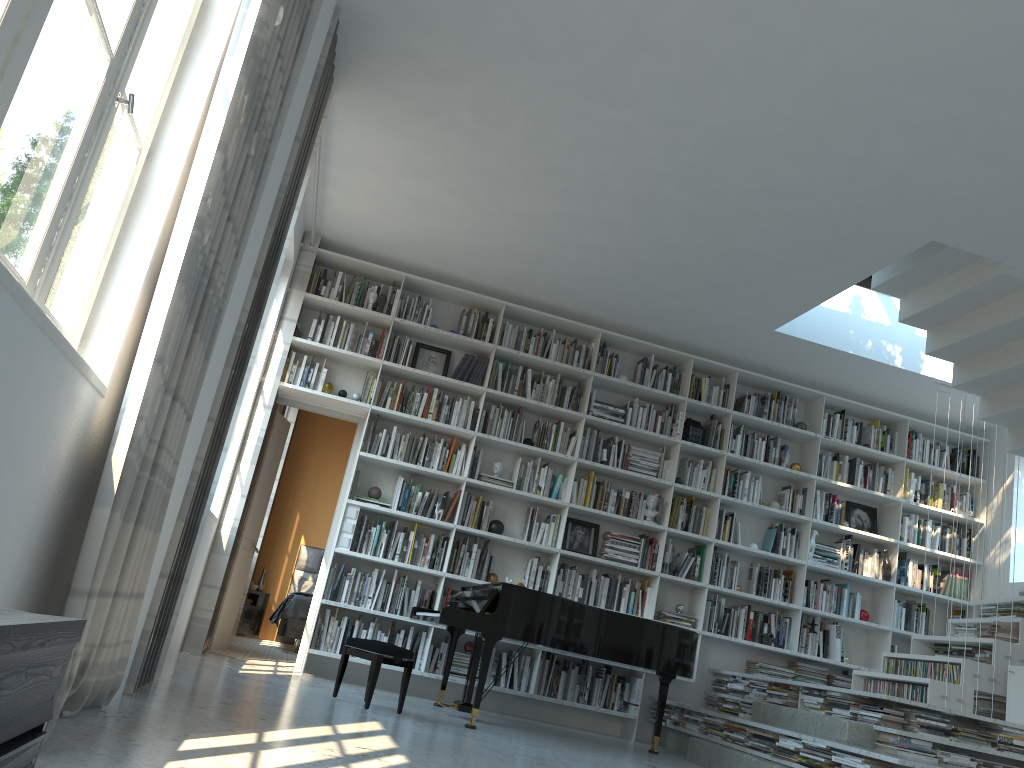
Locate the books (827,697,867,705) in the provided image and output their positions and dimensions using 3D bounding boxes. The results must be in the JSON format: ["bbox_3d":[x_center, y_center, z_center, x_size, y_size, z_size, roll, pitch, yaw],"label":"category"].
[{"bbox_3d":[2.132,2.002,5.570,0.168,0.013,0.282,16,-17,-13],"label":"books"}]

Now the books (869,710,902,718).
[{"bbox_3d":[2.235,1.974,5.309,0.091,0.011,0.190,16,-17,-12],"label":"books"}]

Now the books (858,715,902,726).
[{"bbox_3d":[2.195,2.007,5.292,0.152,0.015,0.208,16,-17,-13],"label":"books"}]

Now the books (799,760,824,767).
[{"bbox_3d":[1.719,2.092,4.835,0.178,0.009,0.277,16,-17,-12],"label":"books"}]

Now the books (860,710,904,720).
[{"bbox_3d":[2.212,1.979,5.302,0.137,0.012,0.243,15,-17,-9],"label":"books"}]

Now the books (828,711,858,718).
[{"bbox_3d":[2.122,2.078,5.550,0.154,0.007,0.293,14,-17,-7],"label":"books"}]

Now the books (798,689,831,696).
[{"bbox_3d":[2.050,2.054,5.862,0.192,0.014,0.257,16,-17,-14],"label":"books"}]

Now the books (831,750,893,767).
[{"bbox_3d":[1.806,1.930,4.573,0.176,0.010,0.267,16,-17,-14],"label":"books"}]

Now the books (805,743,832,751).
[{"bbox_3d":[1.735,2.001,4.861,0.178,0.010,0.196,14,-17,-5],"label":"books"}]

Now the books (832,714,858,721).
[{"bbox_3d":[2.123,2.092,5.547,0.142,0.020,0.231,14,-17,-5],"label":"books"}]

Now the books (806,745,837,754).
[{"bbox_3d":[1.753,2.015,4.862,0.133,0.008,0.285,16,-17,-14],"label":"books"}]

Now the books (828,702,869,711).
[{"bbox_3d":[2.127,2.035,5.562,0.177,0.026,0.231,15,-17,-10],"label":"books"}]

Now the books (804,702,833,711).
[{"bbox_3d":[2.053,2.134,5.844,0.167,0.024,0.192,15,-17,-9],"label":"books"}]

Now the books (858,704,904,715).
[{"bbox_3d":[2.211,1.946,5.310,0.149,0.014,0.229,16,-17,-12],"label":"books"}]

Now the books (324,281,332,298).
[{"bbox_3d":[-1.484,-0.710,7.103,0.031,0.195,0.145,15,-16,-10],"label":"books"}]

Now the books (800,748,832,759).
[{"bbox_3d":[1.729,2.033,4.852,0.168,0.013,0.282,17,-17,-15],"label":"books"}]

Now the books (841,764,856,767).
[{"bbox_3d":[1.820,1.990,4.562,0.137,0.019,0.225,15,-17,-9],"label":"books"}]

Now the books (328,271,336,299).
[{"bbox_3d":[-1.452,-0.748,7.103,0.010,0.280,0.161,15,-16,-10],"label":"books"}]

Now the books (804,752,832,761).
[{"bbox_3d":[1.737,2.050,4.850,0.150,0.004,0.291,14,-17,-6],"label":"books"}]

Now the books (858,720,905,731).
[{"bbox_3d":[2.199,2.033,5.286,0.144,0.009,0.250,15,-17,-10],"label":"books"}]

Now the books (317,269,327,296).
[{"bbox_3d":[-1.524,-0.765,7.079,0.025,0.268,0.177,15,-16,-10],"label":"books"}]

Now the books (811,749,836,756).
[{"bbox_3d":[1.752,2.029,4.859,0.133,0.009,0.210,14,-17,-6],"label":"books"}]

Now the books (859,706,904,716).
[{"bbox_3d":[2.212,1.958,5.307,0.132,0.009,0.270,14,-17,-6],"label":"books"}]

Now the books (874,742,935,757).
[{"bbox_3d":[2.235,2.082,5.052,0.285,0.008,0.160,16,-17,-12],"label":"books"}]

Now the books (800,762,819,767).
[{"bbox_3d":[1.706,2.101,4.830,0.191,0.016,0.209,14,-17,-5],"label":"books"}]

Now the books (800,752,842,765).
[{"bbox_3d":[1.723,2.056,4.845,0.191,0.015,0.247,15,-17,-9],"label":"books"}]

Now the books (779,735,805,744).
[{"bbox_3d":[1.678,2.076,5.148,0.139,0.013,0.289,14,-17,-5],"label":"books"}]

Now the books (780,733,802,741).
[{"bbox_3d":[1.681,2.064,5.152,0.157,0.014,0.216,14,-17,-8],"label":"books"}]

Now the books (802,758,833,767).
[{"bbox_3d":[1.730,2.081,4.840,0.170,0.006,0.269,15,-17,-10],"label":"books"}]

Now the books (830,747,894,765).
[{"bbox_3d":[1.802,1.917,4.575,0.192,0.014,0.257,16,-17,-14],"label":"books"}]

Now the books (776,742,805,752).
[{"bbox_3d":[1.657,2.113,5.134,0.180,0.016,0.183,16,-17,-13],"label":"books"}]

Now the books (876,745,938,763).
[{"bbox_3d":[2.235,2.098,5.027,0.262,0.023,0.200,16,-17,-12],"label":"books"}]

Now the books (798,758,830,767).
[{"bbox_3d":[1.714,2.083,4.836,0.191,0.006,0.276,14,-17,-8],"label":"books"}]

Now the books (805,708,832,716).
[{"bbox_3d":[2.054,2.167,5.836,0.132,0.016,0.263,14,-17,-5],"label":"books"}]

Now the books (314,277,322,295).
[{"bbox_3d":[-1.556,-0.735,7.069,0.024,0.194,0.167,15,-16,-10],"label":"books"}]

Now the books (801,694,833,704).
[{"bbox_3d":[2.055,2.093,5.854,0.174,0.029,0.251,16,-17,-12],"label":"books"}]

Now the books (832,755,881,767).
[{"bbox_3d":[1.806,1.964,4.565,0.157,0.027,0.288,16,-17,-15],"label":"books"}]

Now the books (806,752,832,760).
[{"bbox_3d":[1.747,2.047,4.853,0.131,0.007,0.292,16,-17,-14],"label":"books"}]

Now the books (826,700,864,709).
[{"bbox_3d":[2.126,2.017,5.566,0.187,0.009,0.251,15,-17,-10],"label":"books"}]

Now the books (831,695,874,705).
[{"bbox_3d":[2.136,1.986,5.575,0.170,0.008,0.209,14,-17,-7],"label":"books"}]

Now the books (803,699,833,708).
[{"bbox_3d":[2.046,2.112,5.847,0.178,0.015,0.188,14,-17,-5],"label":"books"}]

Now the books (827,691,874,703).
[{"bbox_3d":[2.126,1.969,5.577,0.189,0.022,0.238,14,-17,-5],"label":"books"}]

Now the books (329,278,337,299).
[{"bbox_3d":[-1.443,-0.717,7.107,0.024,0.226,0.158,15,-16,-10],"label":"books"}]

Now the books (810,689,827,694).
[{"bbox_3d":[2.082,2.048,5.871,0.134,0.014,0.182,14,-17,-5],"label":"books"}]

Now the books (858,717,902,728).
[{"bbox_3d":[2.187,2.019,5.287,0.161,0.014,0.213,14,-17,-6],"label":"books"}]

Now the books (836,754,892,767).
[{"bbox_3d":[1.810,1.944,4.570,0.165,0.015,0.243,14,-17,-6],"label":"books"}]

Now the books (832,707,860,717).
[{"bbox_3d":[2.131,2.063,5.556,0.155,0.028,0.190,15,-17,-9],"label":"books"}]

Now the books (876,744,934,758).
[{"bbox_3d":[2.233,2.088,5.050,0.264,0.006,0.165,15,-17,-9],"label":"books"}]

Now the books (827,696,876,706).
[{"bbox_3d":[2.135,1.993,5.573,0.171,0.007,0.261,16,-17,-12],"label":"books"}]

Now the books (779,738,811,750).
[{"bbox_3d":[1.676,2.096,5.143,0.141,0.028,0.223,16,-17,-15],"label":"books"}]

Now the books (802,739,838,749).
[{"bbox_3d":[1.737,1.988,4.864,0.182,0.016,0.257,14,-17,-7],"label":"books"}]

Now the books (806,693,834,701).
[{"bbox_3d":[2.070,2.074,5.862,0.145,0.017,0.209,17,-17,-15],"label":"books"}]

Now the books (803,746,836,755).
[{"bbox_3d":[1.741,2.018,4.858,0.175,0.006,0.252,15,-17,-10],"label":"books"}]

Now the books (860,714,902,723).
[{"bbox_3d":[2.204,1.999,5.296,0.134,0.006,0.227,14,-17,-6],"label":"books"}]

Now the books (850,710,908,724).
[{"bbox_3d":[2.187,1.985,5.295,0.185,0.014,0.298,15,-17,-11],"label":"books"}]

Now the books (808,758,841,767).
[{"bbox_3d":[1.739,2.074,4.845,0.154,0.014,0.197,15,-17,-10],"label":"books"}]

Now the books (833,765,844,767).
[{"bbox_3d":[1.787,1.999,4.551,0.187,0.017,0.206,14,-17,-5],"label":"books"}]

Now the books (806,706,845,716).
[{"bbox_3d":[2.066,2.155,5.842,0.136,0.013,0.259,15,-17,-10],"label":"books"}]

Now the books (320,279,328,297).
[{"bbox_3d":[-1.507,-0.719,7.073,0.028,0.186,0.182,15,-16,-10],"label":"books"}]
